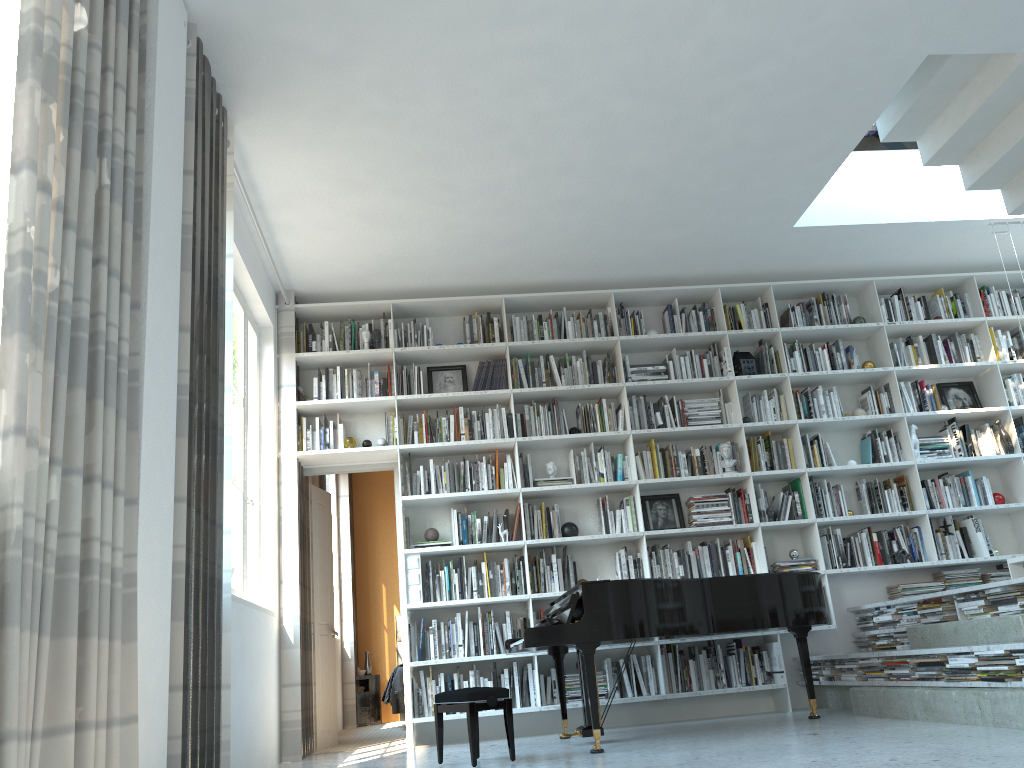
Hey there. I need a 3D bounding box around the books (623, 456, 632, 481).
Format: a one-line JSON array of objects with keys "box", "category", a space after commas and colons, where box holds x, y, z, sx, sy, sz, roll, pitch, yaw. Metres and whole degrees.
[{"box": [0.852, 0.654, 6.566, 0.026, 0.216, 0.127, -3, -18, -6], "category": "books"}]

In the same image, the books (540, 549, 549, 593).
[{"box": [0.229, 1.336, 6.275, 0.014, 0.312, 0.166, -3, -18, -6], "category": "books"}]

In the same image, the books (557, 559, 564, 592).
[{"box": [0.337, 1.369, 6.289, 0.029, 0.240, 0.136, -3, -18, -6], "category": "books"}]

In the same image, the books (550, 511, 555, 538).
[{"box": [0.282, 1.036, 6.380, 0.011, 0.207, 0.181, -3, -18, -6], "category": "books"}]

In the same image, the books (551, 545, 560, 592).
[{"box": [0.312, 1.327, 6.309, 0.013, 0.337, 0.138, -3, -18, -6], "category": "books"}]

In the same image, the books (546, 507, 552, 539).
[{"box": [0.259, 1.025, 6.403, 0.028, 0.247, 0.143, -3, -18, -6], "category": "books"}]

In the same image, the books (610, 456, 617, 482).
[{"box": [0.739, 0.660, 6.557, 0.026, 0.218, 0.150, -3, -18, -6], "category": "books"}]

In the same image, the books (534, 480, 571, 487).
[{"box": [0.295, 0.734, 6.484, 0.254, 0.012, 0.161, -2, -18, -9], "category": "books"}]

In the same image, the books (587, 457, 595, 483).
[{"box": [0.572, 0.665, 6.534, 0.048, 0.224, 0.150, -3, -18, -6], "category": "books"}]

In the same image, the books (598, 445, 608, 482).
[{"box": [0.674, 0.618, 6.543, 0.011, 0.299, 0.179, -3, -18, -6], "category": "books"}]

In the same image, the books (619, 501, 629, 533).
[{"box": [0.815, 0.986, 6.434, 0.012, 0.243, 0.171, -3, -18, -6], "category": "books"}]

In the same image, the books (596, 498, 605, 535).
[{"box": [0.643, 0.980, 6.433, 0.012, 0.284, 0.160, -3, -18, -6], "category": "books"}]

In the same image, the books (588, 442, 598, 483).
[{"box": [0.597, 0.611, 6.545, 0.010, 0.328, 0.174, -3, -18, -6], "category": "books"}]

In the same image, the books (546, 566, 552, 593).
[{"box": [0.253, 1.393, 6.264, 0.024, 0.195, 0.157, -3, -18, -6], "category": "books"}]

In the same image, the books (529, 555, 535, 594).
[{"box": [0.134, 1.358, 6.265, 0.013, 0.282, 0.147, -3, -18, -6], "category": "books"}]

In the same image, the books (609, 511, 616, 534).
[{"box": [0.715, 1.028, 6.434, 0.030, 0.182, 0.155, -3, -18, -6], "category": "books"}]

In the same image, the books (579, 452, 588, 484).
[{"box": [0.524, 0.646, 6.531, 0.022, 0.266, 0.152, -3, -18, -6], "category": "books"}]

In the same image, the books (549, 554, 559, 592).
[{"box": [0.297, 1.353, 6.273, 0.027, 0.268, 0.186, -3, -18, -6], "category": "books"}]

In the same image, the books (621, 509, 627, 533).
[{"box": [0.799, 1.017, 6.434, 0.024, 0.187, 0.173, -3, -18, -6], "category": "books"}]

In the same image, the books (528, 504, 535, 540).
[{"box": [0.131, 1.015, 6.382, 0.026, 0.274, 0.155, -3, -18, -6], "category": "books"}]

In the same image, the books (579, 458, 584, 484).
[{"box": [0.501, 0.671, 6.537, 0.024, 0.226, 0.138, -3, -18, -6], "category": "books"}]

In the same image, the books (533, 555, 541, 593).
[{"box": [0.177, 1.357, 6.257, 0.012, 0.271, 0.182, -3, -18, -6], "category": "books"}]

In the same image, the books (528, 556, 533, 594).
[{"box": [0.120, 1.365, 6.271, 0.013, 0.274, 0.147, -3, -18, -6], "category": "books"}]

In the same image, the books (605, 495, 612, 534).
[{"box": [0.690, 0.972, 6.443, 0.012, 0.297, 0.166, -3, -18, -6], "category": "books"}]

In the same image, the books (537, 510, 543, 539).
[{"box": [0.195, 1.033, 6.378, 0.025, 0.227, 0.153, -3, -18, -6], "category": "books"}]

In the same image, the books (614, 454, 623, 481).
[{"box": [0.783, 0.646, 6.541, 0.060, 0.226, 0.179, -3, -18, -6], "category": "books"}]

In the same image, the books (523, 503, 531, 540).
[{"box": [0.106, 1.011, 6.376, 0.025, 0.283, 0.146, -3, -18, -6], "category": "books"}]

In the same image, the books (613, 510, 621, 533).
[{"box": [0.759, 1.018, 6.425, 0.057, 0.188, 0.156, -3, -18, -6], "category": "books"}]

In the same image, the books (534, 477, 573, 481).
[{"box": [0.293, 0.710, 6.489, 0.285, 0.012, 0.160, -2, -18, -10], "category": "books"}]

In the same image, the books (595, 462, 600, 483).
[{"box": [0.619, 0.681, 6.539, 0.025, 0.188, 0.140, -3, -18, -6], "category": "books"}]

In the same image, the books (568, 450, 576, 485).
[{"box": [0.443, 0.639, 6.518, 0.012, 0.284, 0.160, -3, -18, -6], "category": "books"}]

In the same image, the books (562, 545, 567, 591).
[{"box": [0.373, 1.321, 6.291, 0.050, 0.327, 0.167, -3, -18, -6], "category": "books"}]

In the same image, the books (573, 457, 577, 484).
[{"box": [0.455, 0.668, 6.524, 0.010, 0.231, 0.155, -3, -18, -6], "category": "books"}]

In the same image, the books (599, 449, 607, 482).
[{"box": [0.664, 0.633, 6.528, 0.012, 0.264, 0.193, -3, -18, -6], "category": "books"}]

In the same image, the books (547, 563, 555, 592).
[{"box": [0.275, 1.381, 6.265, 0.021, 0.214, 0.172, -3, -18, -6], "category": "books"}]

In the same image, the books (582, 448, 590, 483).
[{"box": [0.541, 0.632, 6.525, 0.012, 0.285, 0.168, -3, -18, -6], "category": "books"}]

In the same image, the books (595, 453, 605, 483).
[{"box": [0.645, 0.646, 6.533, 0.028, 0.246, 0.170, -3, -18, -6], "category": "books"}]

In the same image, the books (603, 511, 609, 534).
[{"box": [0.666, 1.024, 6.416, 0.025, 0.185, 0.154, -3, -18, -6], "category": "books"}]

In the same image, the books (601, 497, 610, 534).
[{"box": [0.678, 0.977, 6.444, 0.011, 0.290, 0.156, -3, -18, -6], "category": "books"}]

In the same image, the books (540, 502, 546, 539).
[{"box": [0.220, 1.003, 6.368, 0.026, 0.273, 0.190, -3, -18, -6], "category": "books"}]

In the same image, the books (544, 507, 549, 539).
[{"box": [0.240, 1.023, 6.385, 0.014, 0.243, 0.153, -3, -18, -6], "category": "books"}]

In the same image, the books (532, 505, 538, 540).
[{"box": [0.163, 1.017, 6.377, 0.036, 0.262, 0.167, -3, -18, -6], "category": "books"}]

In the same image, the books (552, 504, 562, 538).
[{"box": [0.325, 1.010, 6.404, 0.028, 0.265, 0.145, -3, -18, -6], "category": "books"}]

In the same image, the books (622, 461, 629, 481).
[{"box": [0.827, 0.671, 6.555, 0.027, 0.180, 0.142, -3, -18, -6], "category": "books"}]

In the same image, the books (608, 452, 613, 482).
[{"box": [0.713, 0.644, 6.560, 0.022, 0.255, 0.152, -3, -18, -6], "category": "books"}]

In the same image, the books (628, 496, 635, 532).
[{"box": [0.852, 0.967, 6.440, 0.011, 0.278, 0.188, -3, -18, -6], "category": "books"}]

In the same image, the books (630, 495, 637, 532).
[{"box": [0.868, 0.965, 6.445, 0.021, 0.280, 0.162, -3, -18, -6], "category": "books"}]

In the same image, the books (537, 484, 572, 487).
[{"box": [0.297, 0.757, 6.475, 0.254, 0.012, 0.161, -2, -18, -10], "category": "books"}]

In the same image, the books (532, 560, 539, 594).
[{"box": [0.157, 1.376, 6.257, 0.030, 0.238, 0.157, -3, -18, -6], "category": "books"}]

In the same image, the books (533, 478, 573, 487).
[{"box": [0.294, 0.723, 6.490, 0.285, 0.012, 0.160, -4, -18, -4], "category": "books"}]

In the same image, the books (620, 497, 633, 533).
[{"box": [0.833, 0.975, 6.446, 0.027, 0.268, 0.179, -3, -18, -6], "category": "books"}]

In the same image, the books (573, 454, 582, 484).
[{"box": [0.476, 0.654, 6.510, 0.030, 0.246, 0.175, -3, -18, -6], "category": "books"}]

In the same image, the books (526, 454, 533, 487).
[{"box": [0.128, 0.664, 6.495, 0.021, 0.277, 0.137, -3, -18, -6], "category": "books"}]

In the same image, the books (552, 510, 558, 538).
[{"box": [0.301, 1.030, 6.380, 0.028, 0.215, 0.175, -3, -18, -6], "category": "books"}]

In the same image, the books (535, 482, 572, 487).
[{"box": [0.296, 0.744, 6.477, 0.254, 0.012, 0.161, -2, -18, -11], "category": "books"}]

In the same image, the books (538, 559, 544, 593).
[{"box": [0.204, 1.369, 6.264, 0.042, 0.247, 0.163, -3, -18, -6], "category": "books"}]

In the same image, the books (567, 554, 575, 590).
[{"box": [0.414, 1.350, 6.283, 0.027, 0.260, 0.164, -3, -18, -6], "category": "books"}]

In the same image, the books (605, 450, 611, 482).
[{"box": [0.692, 0.637, 6.539, 0.023, 0.259, 0.171, -3, -18, -6], "category": "books"}]
